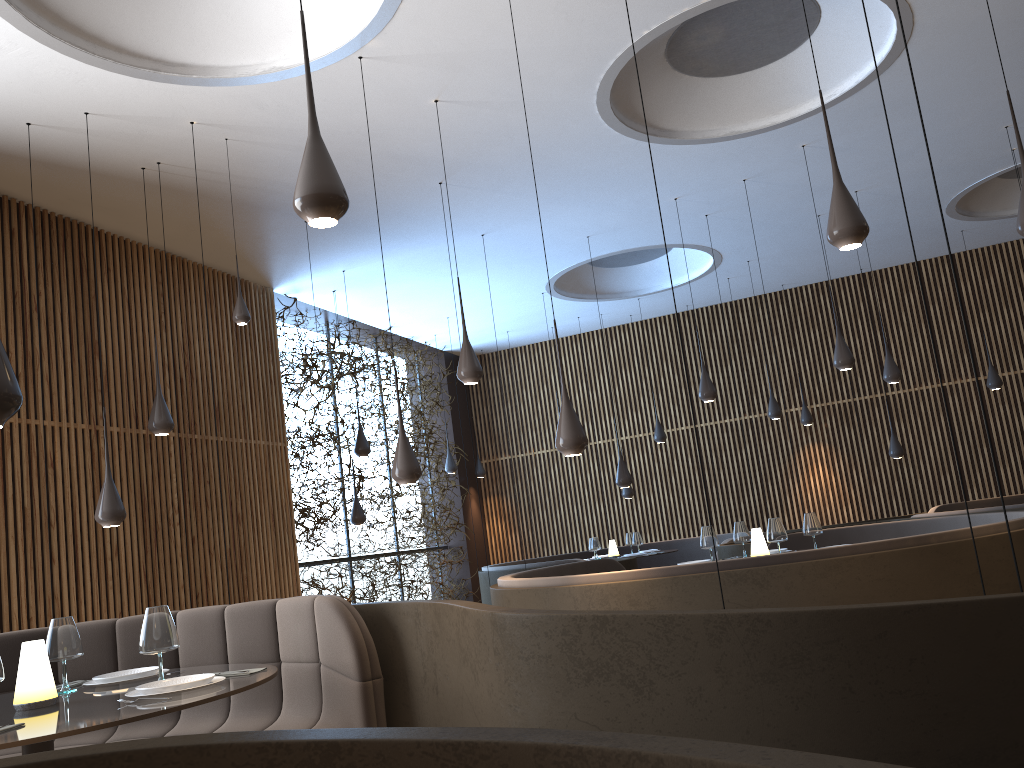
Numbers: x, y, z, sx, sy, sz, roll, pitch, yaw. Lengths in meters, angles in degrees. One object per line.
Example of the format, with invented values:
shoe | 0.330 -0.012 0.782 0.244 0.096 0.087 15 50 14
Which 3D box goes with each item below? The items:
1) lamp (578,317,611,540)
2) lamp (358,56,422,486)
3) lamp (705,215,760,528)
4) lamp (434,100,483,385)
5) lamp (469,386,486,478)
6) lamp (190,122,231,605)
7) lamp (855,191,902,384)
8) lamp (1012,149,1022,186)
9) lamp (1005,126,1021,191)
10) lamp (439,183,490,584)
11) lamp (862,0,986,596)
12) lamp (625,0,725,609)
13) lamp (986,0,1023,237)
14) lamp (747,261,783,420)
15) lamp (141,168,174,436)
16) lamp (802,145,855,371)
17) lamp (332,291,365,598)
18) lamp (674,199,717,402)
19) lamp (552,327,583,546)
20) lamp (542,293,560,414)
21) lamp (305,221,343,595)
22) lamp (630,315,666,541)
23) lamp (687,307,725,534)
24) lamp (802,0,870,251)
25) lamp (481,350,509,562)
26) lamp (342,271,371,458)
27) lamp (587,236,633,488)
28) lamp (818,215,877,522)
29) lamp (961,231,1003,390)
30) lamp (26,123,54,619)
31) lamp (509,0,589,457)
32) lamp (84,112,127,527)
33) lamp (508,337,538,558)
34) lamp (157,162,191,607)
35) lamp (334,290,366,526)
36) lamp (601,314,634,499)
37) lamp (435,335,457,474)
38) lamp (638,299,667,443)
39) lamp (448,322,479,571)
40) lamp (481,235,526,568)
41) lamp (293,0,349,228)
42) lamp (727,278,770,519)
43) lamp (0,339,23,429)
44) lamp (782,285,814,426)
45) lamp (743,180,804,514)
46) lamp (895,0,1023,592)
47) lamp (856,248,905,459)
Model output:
lamp | 1.468 1.998 13.724 0.196 6.251 0.196 -14 -11 35
lamp | -0.855 -0.803 5.883 0.196 2.949 0.197 -4 -10 -24
lamp | 2.639 1.125 9.727 0.196 6.251 0.196 -2 -10 -34
lamp | -0.441 -1.089 6.652 0.196 2.215 0.196 -10 -9 15
lamp | -0.685 0.534 15.509 0.196 2.215 0.196 1 -12 -44
lamp | -2.006 1.098 6.202 0.196 6.251 0.196 0 -12 -41
lamp | 4.045 -1.096 9.890 0.196 2.215 0.196 -2 -10 -34
lamp | 5.459 -1.399 9.237 0.196 2.215 0.196 -2 -10 -34
lamp | 5.294 0.521 8.300 0.196 6.251 0.196 -2 -10 -34
lamp | -0.272 1.173 7.879 0.196 6.251 0.197 -4 -10 -24
lamp | 1.455 0.064 2.976 0.196 6.251 0.196 -12 -10 25
lamp | 0.751 0.263 3.569 0.196 6.251 0.196 -12 -10 25
lamp | 2.570 -1.836 4.711 0.196 2.215 0.196 -10 -9 15
lamp | 3.415 -0.613 12.116 0.196 2.215 0.196 -8 -9 6
lamp | -2.891 -0.688 7.123 0.196 2.215 0.196 1 -12 -44
lamp | 2.963 -1.220 8.420 0.196 2.215 0.196 -2 -10 -34
lamp | -1.854 1.895 10.738 0.196 6.251 0.196 1 -12 -44
lamp | 1.905 -0.905 9.379 0.196 2.215 0.196 -2 -10 -34
lamp | 1.066 2.132 14.177 0.196 6.251 0.196 -8 -9 6
lamp | 0.578 -0.198 12.363 0.196 2.215 0.196 -8 -9 6
lamp | -1.653 1.444 8.379 0.196 6.251 0.196 -7 -9 -4
lamp | 2.347 1.941 14.045 0.196 6.251 0.196 -14 -11 35
lamp | 3.240 1.797 13.893 0.196 6.251 0.196 1 -12 -44
lamp | 1.482 -1.742 4.421 0.196 2.215 0.196 -12 -10 25
lamp | -0.130 2.467 15.167 0.196 6.251 0.196 1 -12 -44
lamp | -1.848 -0.249 10.316 0.196 2.215 0.196 -2 -10 -34
lamp | 1.080 -0.282 10.182 0.196 2.949 0.196 -10 -9 15
lamp | 4.112 1.028 10.256 0.196 6.251 0.196 -14 -11 35
lamp | 6.316 -1.014 11.995 0.196 2.215 0.196 -7 -9 -4
lamp | -3.085 1.189 5.922 0.196 6.251 0.196 -12 -10 28
lamp | 0.166 -1.033 5.349 0.196 2.949 0.197 -5 -9 -14
lamp | -2.861 -0.496 6.133 0.196 2.949 0.196 -8 -9 6
lamp | 0.331 2.207 14.061 0.196 6.251 0.196 1 -12 -44
lamp | -2.481 1.261 6.762 0.196 6.251 0.196 -12 -10 28
lamp | -2.047 0.267 10.964 0.196 2.949 0.196 -2 -10 -34
lamp | 1.622 0.332 13.986 0.196 2.949 0.196 -8 -9 6
lamp | -1.082 0.306 13.954 0.196 2.215 0.196 1 -12 -44
lamp | 2.076 -0.213 13.365 0.196 2.215 0.196 -8 -9 6
lamp | -0.552 2.079 12.710 0.196 6.251 0.196 1 -12 -44
lamp | 0.075 1.404 9.414 0.196 6.251 0.197 -4 -10 -24
lamp | -0.804 -1.650 3.273 0.196 2.215 0.196 -2 -10 -34
lamp | 3.582 1.512 12.561 0.196 6.251 0.196 -14 -11 35
lamp | -1.523 -1.335 2.443 0.196 2.949 0.196 -2 -10 -34
lamp | 4.364 -0.459 13.664 0.196 2.215 0.196 -8 -9 6
lamp | 2.832 0.933 8.798 0.196 6.251 0.196 -2 -10 -34
lamp | 1.255 -0.014 2.395 0.196 6.251 0.196 -2 -10 -34
lamp | 4.946 -0.456 12.025 0.196 2.949 0.196 -8 -9 6
